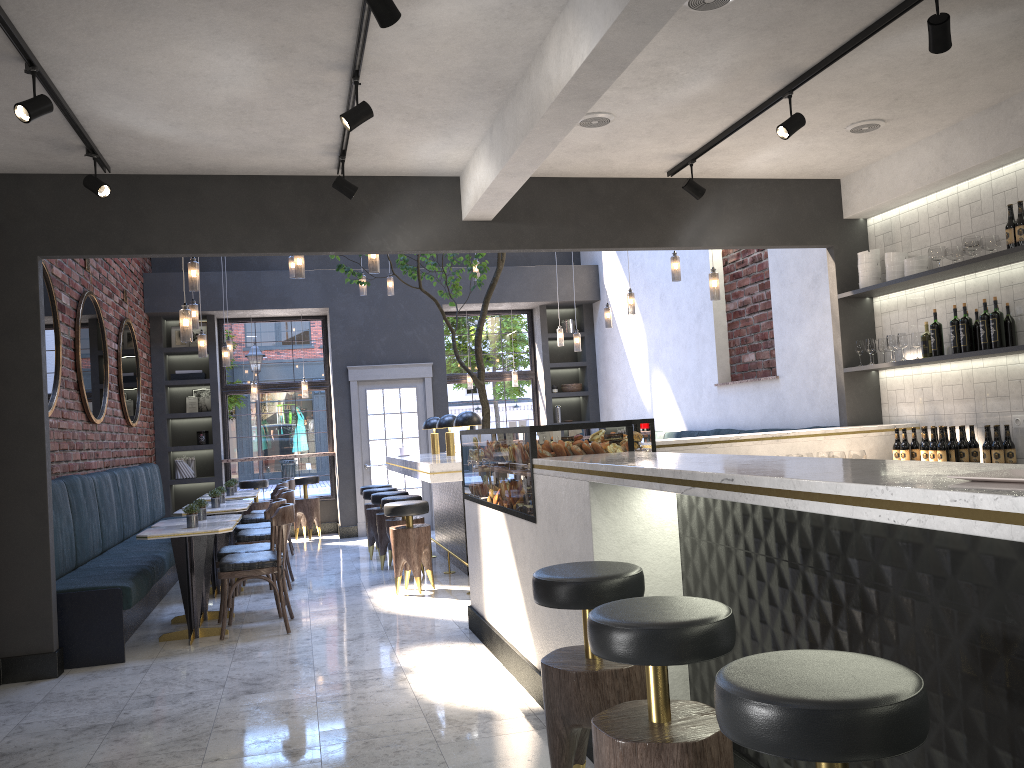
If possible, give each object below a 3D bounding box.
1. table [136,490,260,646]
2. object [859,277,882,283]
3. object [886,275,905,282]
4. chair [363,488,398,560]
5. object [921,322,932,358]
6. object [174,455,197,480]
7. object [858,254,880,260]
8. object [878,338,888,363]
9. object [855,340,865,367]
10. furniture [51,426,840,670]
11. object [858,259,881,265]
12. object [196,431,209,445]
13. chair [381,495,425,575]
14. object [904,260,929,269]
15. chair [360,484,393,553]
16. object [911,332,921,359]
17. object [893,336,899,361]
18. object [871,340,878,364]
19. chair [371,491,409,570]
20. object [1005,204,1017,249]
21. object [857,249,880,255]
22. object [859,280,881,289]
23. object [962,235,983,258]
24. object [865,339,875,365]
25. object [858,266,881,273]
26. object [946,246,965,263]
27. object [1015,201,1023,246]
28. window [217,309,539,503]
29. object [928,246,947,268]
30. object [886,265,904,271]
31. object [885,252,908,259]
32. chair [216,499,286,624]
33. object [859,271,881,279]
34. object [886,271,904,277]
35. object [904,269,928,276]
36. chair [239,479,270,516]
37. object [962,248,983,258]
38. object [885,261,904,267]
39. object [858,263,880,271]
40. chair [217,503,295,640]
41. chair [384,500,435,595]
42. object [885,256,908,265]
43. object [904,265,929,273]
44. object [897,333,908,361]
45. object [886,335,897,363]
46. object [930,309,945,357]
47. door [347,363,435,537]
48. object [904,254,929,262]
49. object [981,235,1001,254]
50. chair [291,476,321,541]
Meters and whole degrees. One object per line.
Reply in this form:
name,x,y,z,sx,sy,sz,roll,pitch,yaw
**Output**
table,-0.755,1.391,8.593,4.598,0.751,4.832,-3,-3,-14
object,2.589,-0.744,6.406,0.153,0.074,0.154,-3,-3,-11
object,2.701,-0.725,6.208,0.153,0.055,0.153,-6,-3,38
chair,-1.364,1.472,9.326,0.370,0.737,0.372,-3,-3,-23
object,2.873,-0.345,5.393,0.082,0.294,1.101,-3,-3,-13
object,-4.252,1.071,11.546,0.250,0.323,0.241,-3,-2,-14
object,2.581,-0.901,6.405,0.153,0.067,0.153,-5,-3,32
object,2.686,-0.236,6.412,0.070,0.188,0.070,-3,-2,-23
object,2.551,-0.223,6.500,0.070,0.188,0.070,-3,-2,-23
furniture,-0.776,1.194,8.644,6.020,1.150,5.343,-3,-3,-14
object,2.580,-0.871,6.405,0.154,0.076,0.153,-4,-3,7
object,-4.044,0.706,11.602,0.152,0.181,0.152,-5,-3,24
chair,-0.972,1.383,7.990,0.372,0.737,0.370,-4,-2,13
object,2.747,-0.802,6.020,0.153,0.062,0.153,-4,-3,16
chair,-1.513,1.515,10.020,0.372,0.737,0.370,-5,-3,29
object,2.770,-0.258,6.068,0.070,0.188,0.070,-4,-2,0
object,2.714,-0.243,6.297,0.070,0.188,0.070,-3,-2,-23
object,2.658,-0.229,6.526,0.070,0.188,0.070,-3,-2,-23
chair,-1.171,1.428,8.661,0.372,0.737,0.370,-5,-3,29
object,2.900,-0.903,5.142,0.070,0.279,0.069,-3,-2,-7
object,2.576,-0.933,6.404,0.153,0.070,0.153,-5,-3,33
object,2.589,-0.708,6.406,0.153,0.055,0.153,-6,-3,38
object,2.799,-0.820,5.387,0.114,0.147,0.114,-3,-2,-9
object,2.579,-0.231,6.386,0.070,0.188,0.070,-3,-2,-23
object,2.584,-0.806,6.406,0.153,0.075,0.154,-6,-4,44
object,2.855,-0.808,5.711,0.114,0.147,0.114,-3,-2,-9
object,2.917,-0.907,5.071,0.069,0.279,0.070,-5,-3,38
window,-0.411,-1.492,6.543,6.404,5.362,12.716,-3,-3,-14
object,2.728,-0.801,5.680,0.114,0.147,0.114,-3,-2,-9
object,2.701,-0.790,6.208,0.153,0.062,0.153,-4,-3,16
object,2.693,-0.887,6.207,0.154,0.076,0.153,-4,-3,7
chair,-1.966,1.326,6.754,0.521,0.851,0.539,-3,-2,-12
object,2.588,-0.774,6.406,0.153,0.062,0.153,-4,-3,16
object,2.702,-0.760,6.208,0.153,0.074,0.154,-3,-3,-11
object,2.747,-0.737,6.020,0.153,0.055,0.153,-6,-3,38
chair,-3.327,1.658,11.498,0.372,0.821,0.370,-5,-3,39
object,2.891,-0.817,5.565,0.114,0.147,0.114,-3,-2,-9
object,2.697,-0.823,6.208,0.153,0.075,0.154,-6,-4,44
object,2.581,-0.835,6.406,0.153,0.060,0.153,-2,-3,-31
chair,-1.771,1.288,6.207,0.521,0.851,0.539,-3,-2,-12
chair,-0.849,1.342,7.297,0.372,0.737,0.370,-5,-3,29
object,2.694,-0.852,6.208,0.153,0.060,0.153,-2,-3,-31
object,2.748,-0.772,6.020,0.153,0.074,0.154,-3,-3,-11
object,2.663,-0.252,6.042,0.070,0.188,0.070,-4,-2,0
object,2.635,-0.245,6.156,0.070,0.188,0.070,-3,-2,-23
object,2.782,-0.332,5.810,0.072,0.319,0.072,-2,-3,-30
door,-1.546,0.854,11.684,1.132,2.218,0.152,-3,-2,-14
object,2.743,-0.835,6.020,0.153,0.075,0.154,-6,-4,44
object,2.927,-0.826,5.418,0.114,0.147,0.114,-3,-2,-9
chair,-2.695,1.624,11.630,0.371,0.821,0.372,-5,-3,39
